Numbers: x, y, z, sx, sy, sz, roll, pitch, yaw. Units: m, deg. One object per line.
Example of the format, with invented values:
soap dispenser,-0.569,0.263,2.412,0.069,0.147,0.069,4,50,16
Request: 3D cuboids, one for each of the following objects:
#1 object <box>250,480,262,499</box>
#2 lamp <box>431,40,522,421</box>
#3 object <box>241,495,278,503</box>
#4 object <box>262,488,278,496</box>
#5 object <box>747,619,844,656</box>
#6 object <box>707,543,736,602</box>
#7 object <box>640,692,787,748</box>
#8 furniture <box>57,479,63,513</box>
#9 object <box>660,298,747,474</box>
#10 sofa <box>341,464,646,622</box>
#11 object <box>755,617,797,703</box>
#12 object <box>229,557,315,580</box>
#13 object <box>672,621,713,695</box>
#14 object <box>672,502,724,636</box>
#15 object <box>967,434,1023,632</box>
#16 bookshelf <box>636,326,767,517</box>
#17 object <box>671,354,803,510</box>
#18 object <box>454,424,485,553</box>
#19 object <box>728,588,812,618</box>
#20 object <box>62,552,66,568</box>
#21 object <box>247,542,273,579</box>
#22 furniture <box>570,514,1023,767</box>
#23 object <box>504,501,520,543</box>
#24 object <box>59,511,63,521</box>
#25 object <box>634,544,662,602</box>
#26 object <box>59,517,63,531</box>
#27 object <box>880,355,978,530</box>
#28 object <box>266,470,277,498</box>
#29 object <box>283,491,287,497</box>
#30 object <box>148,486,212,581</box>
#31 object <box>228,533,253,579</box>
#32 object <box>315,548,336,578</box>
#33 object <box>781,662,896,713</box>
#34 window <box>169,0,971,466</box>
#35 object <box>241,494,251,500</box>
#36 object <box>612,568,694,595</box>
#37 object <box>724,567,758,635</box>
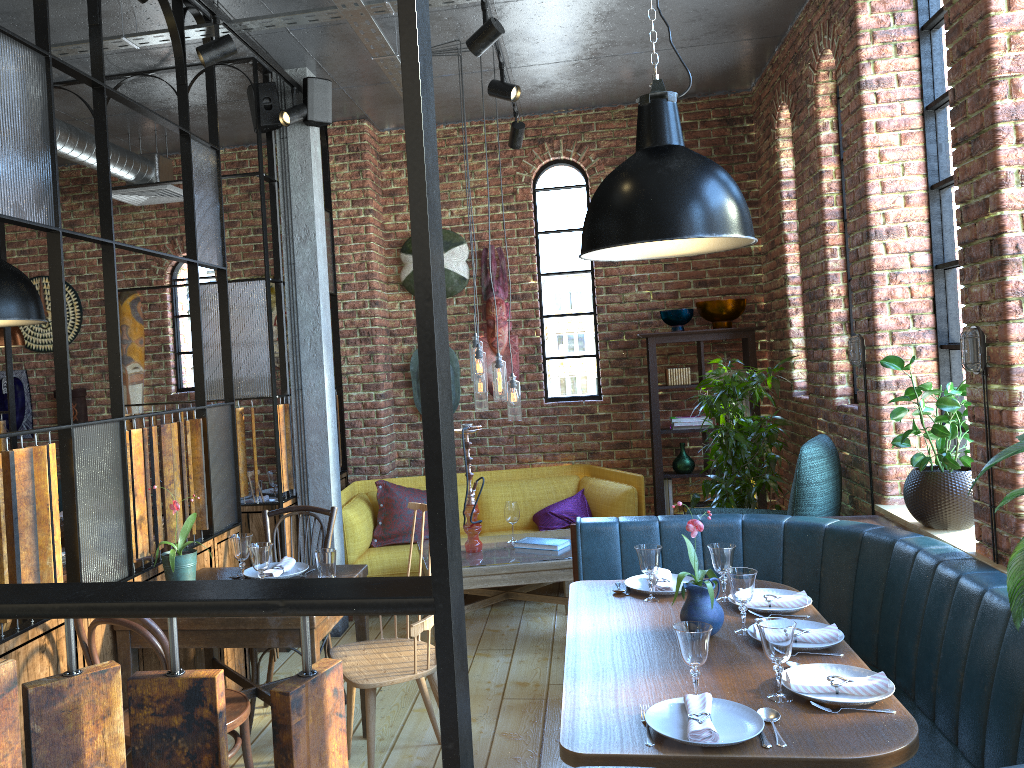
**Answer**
object,-1.701,0.705,5.862,0.088,0.119,0.080,-3,1,39
lamp,-0.275,-0.840,4.998,0.524,2.119,0.276,-4,0,33
object,-1.603,0.742,5.602,0.331,0.051,0.264,-3,2,11
object,-1.613,0.729,6.066,0.331,0.051,0.264,-3,2,11
object,0.852,0.745,2.666,0.274,0.051,0.319,-3,2,10
object,0.746,0.667,3.116,0.103,0.192,0.094,-3,0,37
object,0.468,0.787,2.074,0.331,0.051,0.264,-3,2,11
furniture,-3.688,1.189,6.333,1.464,0.822,1.472,-3,1,7
object,1.326,0.322,5.983,0.613,1.761,0.325,-4,0,3
sofa,-0.189,1.017,5.894,1.974,0.763,0.798,-4,1,-7
object,0.672,0.698,2.227,0.103,0.192,0.094,-3,0,37
object,-0.990,0.764,3.637,0.331,0.051,0.264,-3,2,11
object,0.464,0.711,2.236,0.103,0.192,0.094,-3,0,37
object,0.584,0.569,2.758,0.142,0.431,0.210,-3,0,25
object,1.443,0.209,2.106,0.616,0.751,0.724,-3,1,6
bookshelf,1.320,0.468,5.999,0.829,1.668,0.312,-3,0,9
object,1.330,0.566,5.139,0.711,1.528,0.876,-4,0,-14
object,-0.228,0.574,4.822,0.169,0.704,0.260,-4,0,-2
object,0.882,0.732,3.031,0.274,0.051,0.319,-3,2,10
object,-2.104,0.816,4.202,0.274,0.051,0.319,-3,2,10
object,-0.941,0.700,3.311,0.094,0.192,0.102,-4,0,-35
furniture,0.864,1.021,2.625,1.383,0.822,2.579,-3,2,6
object,0.003,0.790,5.052,0.087,0.228,0.095,-4,0,-45
object,-3.283,0.950,6.269,0.331,0.051,0.264,-3,2,11
object,0.495,0.681,3.169,0.103,0.192,0.094,-3,0,37
object,-2.232,0.750,4.287,0.102,0.192,0.094,-3,0,32
object,1.635,0.211,3.335,0.402,0.663,0.491,-3,1,31
object,-1.543,0.663,5.731,0.102,0.192,0.094,-3,0,28
object,-1.513,0.692,5.900,0.088,0.119,0.080,-3,1,39
object,-1.298,0.600,3.459,0.145,0.426,0.199,-3,0,41
object,-1.081,0.702,3.527,0.096,0.192,0.101,-4,0,-17
object,-0.733,0.717,3.484,0.084,0.119,0.084,-4,1,-3
object,0.829,0.759,2.268,0.274,0.051,0.319,-3,2,10
window,0.859,-0.615,3.860,3.312,2.429,8.855,-4,2,-28
object,-1.876,0.752,5.844,0.274,0.051,0.319,-3,2,10
object,0.542,0.745,3.318,0.331,0.051,0.264,-3,2,11
object,0.720,0.680,2.752,0.103,0.192,0.094,-3,0,37
